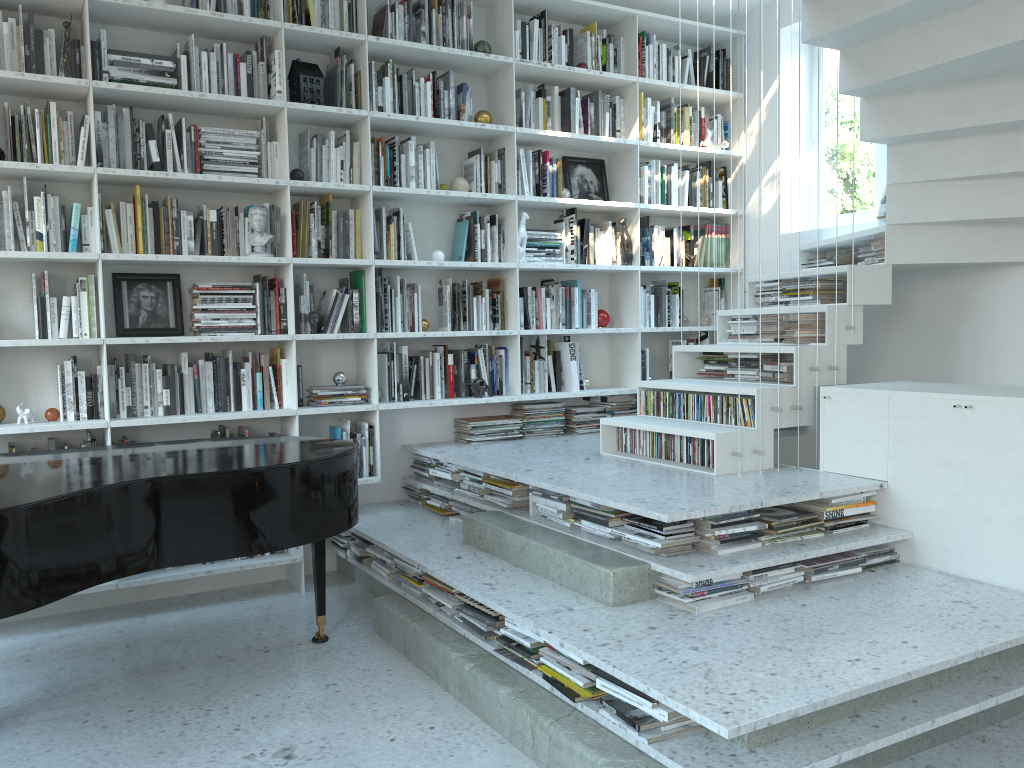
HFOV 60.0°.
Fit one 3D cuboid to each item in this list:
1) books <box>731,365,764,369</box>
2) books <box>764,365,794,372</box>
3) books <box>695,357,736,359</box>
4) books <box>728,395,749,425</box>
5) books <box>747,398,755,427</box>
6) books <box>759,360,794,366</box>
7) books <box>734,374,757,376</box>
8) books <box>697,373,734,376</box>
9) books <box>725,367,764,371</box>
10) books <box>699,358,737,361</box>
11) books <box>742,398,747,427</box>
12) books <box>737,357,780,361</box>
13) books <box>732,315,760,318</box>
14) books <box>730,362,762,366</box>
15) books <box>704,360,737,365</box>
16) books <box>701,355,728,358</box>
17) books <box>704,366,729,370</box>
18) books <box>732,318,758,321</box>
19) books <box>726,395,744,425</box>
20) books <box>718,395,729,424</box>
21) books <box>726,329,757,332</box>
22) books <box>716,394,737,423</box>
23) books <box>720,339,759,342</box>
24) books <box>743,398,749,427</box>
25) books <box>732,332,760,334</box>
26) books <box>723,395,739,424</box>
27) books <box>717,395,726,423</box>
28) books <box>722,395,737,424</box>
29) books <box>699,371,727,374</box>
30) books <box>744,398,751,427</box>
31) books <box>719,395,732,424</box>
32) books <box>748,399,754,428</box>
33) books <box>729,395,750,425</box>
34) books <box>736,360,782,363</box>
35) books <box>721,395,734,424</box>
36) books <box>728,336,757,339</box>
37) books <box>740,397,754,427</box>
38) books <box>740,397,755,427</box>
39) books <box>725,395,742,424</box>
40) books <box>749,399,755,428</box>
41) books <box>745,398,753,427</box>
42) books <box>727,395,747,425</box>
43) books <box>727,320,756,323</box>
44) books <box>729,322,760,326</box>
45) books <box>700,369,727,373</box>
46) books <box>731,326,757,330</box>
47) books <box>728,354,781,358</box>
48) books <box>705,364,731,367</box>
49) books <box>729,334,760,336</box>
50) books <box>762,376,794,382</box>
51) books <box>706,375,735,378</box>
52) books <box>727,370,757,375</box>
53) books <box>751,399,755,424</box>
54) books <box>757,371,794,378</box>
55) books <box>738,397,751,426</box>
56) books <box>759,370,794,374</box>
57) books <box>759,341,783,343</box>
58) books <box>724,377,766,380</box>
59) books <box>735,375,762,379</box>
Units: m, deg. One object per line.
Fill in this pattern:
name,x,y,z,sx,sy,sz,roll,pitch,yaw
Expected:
books,1.220,-0.090,4.422,0.149,0.013,0.219,-3,4,-24
books,1.290,-0.077,4.139,0.141,0.028,0.222,-2,3,-11
books,1.092,-0.137,4.603,0.198,0.006,0.188,-3,4,-33
books,1.020,0.117,3.987,0.125,0.125,0.010,-3,5,-29
books,1.083,0.124,3.875,0.125,0.123,0.035,-3,5,-29
books,1.278,-0.098,4.135,0.168,0.014,0.212,-2,3,-10
books,1.225,-0.050,4.428,0.147,0.008,0.188,-3,4,-25
books,1.099,-0.054,4.612,0.188,0.007,0.195,-3,4,-32
books,1.210,-0.076,4.417,0.184,0.014,0.225,-3,4,-32
books,1.108,-0.130,4.613,0.159,0.009,0.208,-3,4,-33
books,1.068,0.122,3.901,0.125,0.123,0.034,-3,5,-29
books,1.230,-0.126,4.426,0.133,0.017,0.178,-3,4,-25
books,1.284,-0.357,4.678,0.157,0.014,0.180,-3,4,-31
books,1.208,-0.102,4.415,0.189,0.012,0.155,-3,4,-26
books,1.114,-0.115,4.617,0.140,0.022,0.181,-4,4,-36
books,1.109,-0.147,4.613,0.160,0.012,0.195,-3,4,-32
books,1.114,-0.087,4.619,0.145,0.015,0.166,-4,4,-35
books,1.281,-0.342,4.678,0.157,0.014,0.180,-3,4,-33
books,1.013,0.116,3.999,0.125,0.125,0.008,-3,5,-29
books,0.988,0.114,4.041,0.125,0.125,0.008,-3,5,-29
books,1.291,-0.283,4.687,0.145,0.012,0.296,-3,4,-30
books,0.981,0.113,4.054,0.125,0.125,0.007,-3,5,-29
books,1.272,-0.230,4.680,0.190,0.018,0.287,-3,4,-30
books,1.072,0.123,3.895,0.125,0.123,0.034,-3,5,-29
books,1.283,-0.272,4.683,0.160,0.010,0.179,-3,4,-26
books,1.005,0.116,4.012,0.125,0.125,0.007,-3,5,-29
books,0.985,0.114,4.047,0.125,0.125,0.008,-3,5,-29
books,1.002,0.115,4.018,0.125,0.125,0.007,-3,5,-29
books,1.105,-0.062,4.616,0.158,0.009,0.216,-4,4,-36
books,1.076,0.123,3.888,0.125,0.123,0.035,-3,5,-29
books,0.993,0.114,4.033,0.125,0.125,0.010,-3,5,-29
books,1.087,0.124,3.868,0.125,0.123,0.034,-3,5,-29
books,1.023,0.117,3.980,0.125,0.125,0.010,-3,5,-29
books,1.236,-0.113,4.429,0.129,0.008,0.185,-3,4,-31
books,0.998,0.115,4.025,0.125,0.125,0.009,-3,5,-29
books,1.293,-0.248,4.690,0.136,0.017,0.288,-3,4,-31
books,1.060,0.122,3.916,0.125,0.123,0.035,-3,5,-29
books,1.064,0.122,3.909,0.125,0.123,0.036,-3,5,-29
books,1.009,0.116,4.005,0.125,0.125,0.008,-3,5,-29
books,1.091,0.125,3.861,0.125,0.123,0.036,-3,5,-29
books,1.080,0.124,3.881,0.125,0.123,0.036,-3,5,-29
books,1.016,0.116,3.993,0.125,0.125,0.008,-3,5,-29
books,1.272,-0.329,4.674,0.173,0.011,0.203,-3,4,-34
books,1.287,-0.316,4.683,0.149,0.017,0.239,-3,4,-31
books,1.102,-0.072,4.613,0.159,0.012,0.225,-2,4,-22
books,1.292,-0.299,4.686,0.143,0.019,0.230,-3,4,-30
books,1.209,-0.140,4.412,0.177,0.014,0.194,-4,4,-35
books,1.121,-0.100,4.622,0.132,0.010,0.198,-3,4,-25
books,1.291,-0.262,4.688,0.138,0.010,0.254,-3,4,-32
books,1.288,-0.028,4.142,0.136,0.017,0.288,-2,3,-7
books,1.128,-0.045,4.630,0.130,0.014,0.188,-3,4,-29
books,1.211,-0.061,4.418,0.175,0.016,0.207,-4,4,-35
books,1.095,0.125,3.854,0.125,0.123,0.033,-3,5,-29
books,1.268,-0.046,4.137,0.172,0.019,0.239,-1,3,-5
books,1.056,0.121,3.922,0.125,0.123,0.034,-3,5,-29
books,1.283,-0.059,4.138,0.161,0.007,0.254,-2,3,-10
books,1.339,-0.212,4.436,0.162,0.007,0.132,-2,4,-20
books,1.206,-0.030,4.418,0.191,0.004,0.223,-3,4,-33
books,1.226,-0.039,4.428,0.137,0.013,0.198,-3,4,-23
